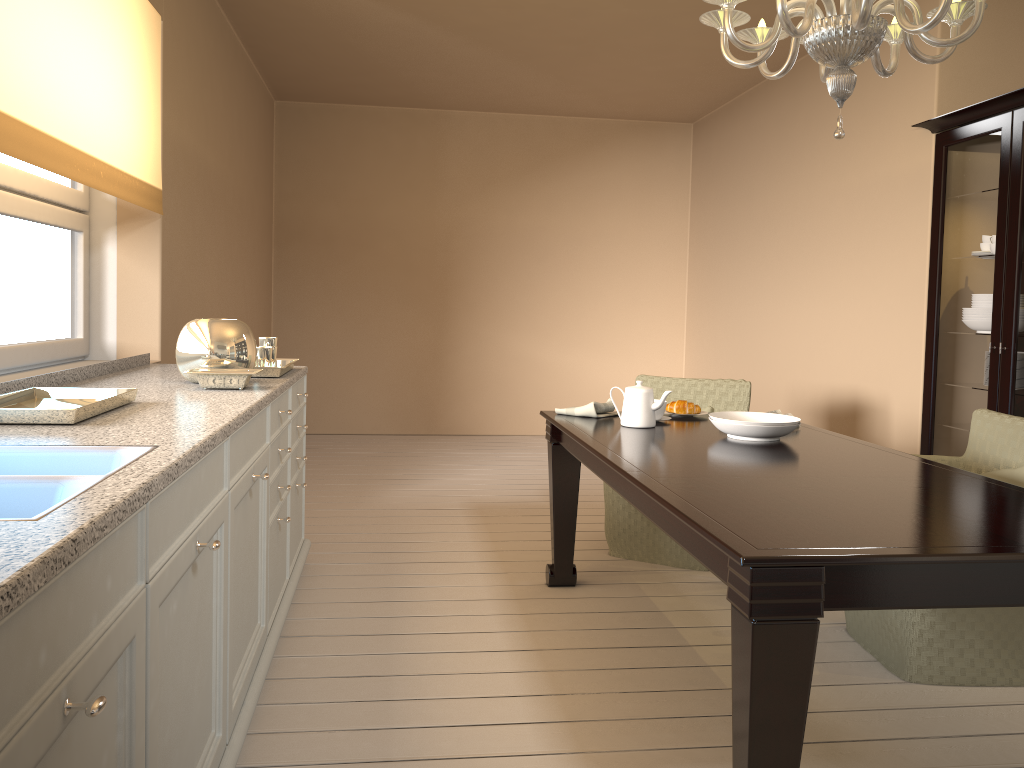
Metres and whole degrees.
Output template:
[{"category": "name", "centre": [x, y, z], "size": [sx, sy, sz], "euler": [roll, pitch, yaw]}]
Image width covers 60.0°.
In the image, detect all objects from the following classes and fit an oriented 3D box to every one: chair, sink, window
[{"category": "chair", "centre": [1.357, 0.492, 2.752], "size": [0.561, 0.799, 0.565], "euler": [1, 4, -2]}, {"category": "sink", "centre": [-0.795, 0.087, 1.235], "size": [0.458, 0.480, 0.540], "euler": [1, 4, -8]}, {"category": "chair", "centre": [0.705, 0.379, 3.854], "size": [0.564, 0.799, 0.562], "euler": [3, 4, 28]}, {"category": "window", "centre": [-1.461, -0.615, 1.761], "size": [0.047, 1.350, 3.576], "euler": [1, 5, -8]}]

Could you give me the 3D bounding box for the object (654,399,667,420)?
[{"category": "object", "centre": [0.488, 0.094, 3.163], "size": [0.125, 0.069, 0.116], "euler": [0, 5, -14]}]

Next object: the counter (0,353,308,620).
[{"category": "counter", "centre": [-0.850, 0.107, 1.367], "size": [0.652, 0.067, 4.250], "euler": [1, 5, -8]}]

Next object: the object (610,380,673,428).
[{"category": "object", "centre": [0.436, 0.066, 3.010], "size": [0.198, 0.155, 0.118], "euler": [1, 4, -2]}]

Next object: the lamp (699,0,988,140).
[{"category": "lamp", "centre": [0.798, -1.147, 2.099], "size": [0.675, 1.125, 0.702], "euler": [2, 3, 10]}]

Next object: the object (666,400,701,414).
[{"category": "object", "centre": [0.647, 0.087, 3.361], "size": [0.138, 0.051, 0.062], "euler": [2, 4, 11]}]

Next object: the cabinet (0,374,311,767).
[{"category": "cabinet", "centre": [-0.917, 0.516, 1.376], "size": [0.846, 0.769, 4.232], "euler": [1, 5, -8]}]

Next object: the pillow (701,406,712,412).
[{"category": "pillow", "centre": [0.767, 0.243, 3.940], "size": [0.316, 0.294, 0.248], "euler": [2, 4, 5]}]

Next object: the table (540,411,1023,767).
[{"category": "table", "centre": [0.684, 0.522, 2.487], "size": [0.918, 0.652, 1.996], "euler": [1, 5, -8]}]

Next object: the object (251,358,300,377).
[{"category": "object", "centre": [-0.909, -0.060, 3.111], "size": [0.274, 0.034, 0.447], "euler": [1, 5, -8]}]

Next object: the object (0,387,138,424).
[{"category": "object", "centre": [-1.001, 0.043, 1.931], "size": [0.240, 0.030, 0.430], "euler": [1, 5, -8]}]

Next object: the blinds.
[{"category": "blinds", "centre": [-1.156, -0.905, 1.765], "size": [0.022, 0.780, 3.558], "euler": [1, 5, -8]}]

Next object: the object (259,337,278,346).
[{"category": "object", "centre": [-0.848, -0.117, 3.080], "size": [0.063, 0.090, 0.063], "euler": [-1, 4, -35]}]

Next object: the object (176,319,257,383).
[{"category": "object", "centre": [-0.906, -0.101, 2.720], "size": [0.235, 0.195, 0.236], "euler": [2, 4, 9]}]

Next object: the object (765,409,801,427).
[{"category": "object", "centre": [0.869, 0.123, 3.116], "size": [0.233, 0.051, 0.165], "euler": [1, 5, -8]}]

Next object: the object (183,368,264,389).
[{"category": "object", "centre": [-0.822, -0.014, 2.534], "size": [0.197, 0.048, 0.153], "euler": [1, 5, -8]}]

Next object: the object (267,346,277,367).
[{"category": "object", "centre": [-0.849, -0.088, 3.081], "size": [0.063, 0.090, 0.063], "euler": [-1, 4, -35]}]

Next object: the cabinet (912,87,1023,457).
[{"category": "cabinet", "centre": [2.402, -0.145, 2.921], "size": [0.888, 1.836, 2.495], "euler": [1, 4, -8]}]

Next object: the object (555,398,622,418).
[{"category": "object", "centre": [0.285, 0.082, 3.307], "size": [0.197, 0.063, 0.205], "euler": [6, 7, 44]}]

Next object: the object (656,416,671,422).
[{"category": "object", "centre": [0.491, 0.125, 3.166], "size": [0.154, 0.012, 0.154], "euler": [6, 7, 43]}]

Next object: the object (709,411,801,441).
[{"category": "object", "centre": [0.766, 0.136, 2.806], "size": [0.281, 0.066, 0.282], "euler": [0, 5, -13]}]

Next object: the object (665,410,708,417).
[{"category": "object", "centre": [0.643, 0.111, 3.350], "size": [0.194, 0.014, 0.195], "euler": [-2, 6, -32]}]

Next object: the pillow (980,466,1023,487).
[{"category": "pillow", "centre": [1.466, 0.366, 2.738], "size": [0.192, 0.294, 0.441], "euler": [1, 4, -8]}]

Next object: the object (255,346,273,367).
[{"category": "object", "centre": [-0.845, -0.081, 3.008], "size": [0.063, 0.090, 0.063], "euler": [-1, 4, -35]}]
